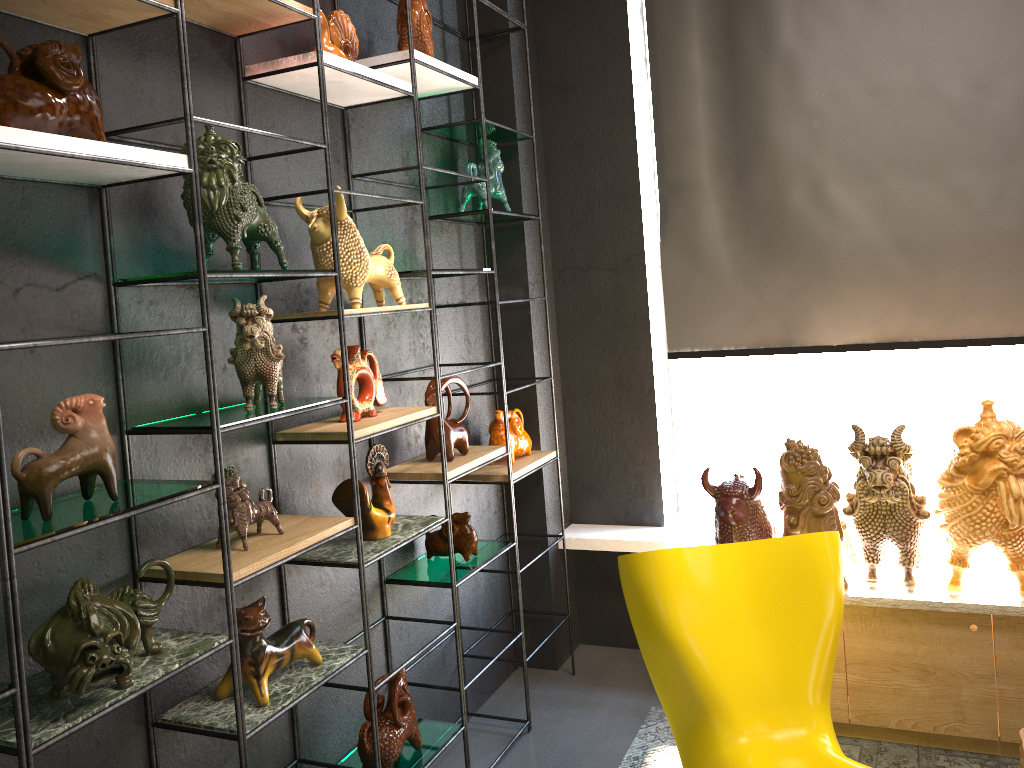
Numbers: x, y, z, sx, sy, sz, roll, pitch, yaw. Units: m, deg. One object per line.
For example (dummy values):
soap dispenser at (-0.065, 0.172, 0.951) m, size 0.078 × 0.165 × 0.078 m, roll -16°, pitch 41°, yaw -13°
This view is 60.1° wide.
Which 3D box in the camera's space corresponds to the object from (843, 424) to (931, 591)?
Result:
object at (1.293, 0.406, 3.088) m, size 0.271 × 0.578 × 0.432 m, roll -4°, pitch 3°, yaw 17°

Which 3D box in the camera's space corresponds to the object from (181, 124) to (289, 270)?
object at (-0.683, -0.444, 2.142) m, size 0.167 × 0.355 × 0.256 m, roll -3°, pitch 3°, yaw 29°

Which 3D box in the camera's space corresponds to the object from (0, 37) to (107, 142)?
object at (-0.907, -0.556, 1.676) m, size 0.138 × 0.221 × 0.279 m, roll -3°, pitch 4°, yaw 23°

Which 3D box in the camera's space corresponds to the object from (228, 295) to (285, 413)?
object at (-0.628, -0.074, 2.161) m, size 0.131 × 0.279 × 0.208 m, roll -5°, pitch 3°, yaw -18°

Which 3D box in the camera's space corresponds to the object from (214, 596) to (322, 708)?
object at (-0.581, 0.618, 2.194) m, size 0.155 × 0.235 × 0.311 m, roll -3°, pitch 4°, yaw 27°

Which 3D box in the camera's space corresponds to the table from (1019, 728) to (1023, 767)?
table at (1.573, 1.161, 1.989) m, size 0.693 × 0.308 × 0.833 m, roll -2°, pitch 6°, yaw 24°

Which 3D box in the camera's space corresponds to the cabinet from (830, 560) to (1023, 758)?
cabinet at (2.044, 0.929, 2.821) m, size 2.726 × 0.529 × 0.406 m, roll -2°, pitch 4°, yaw 24°

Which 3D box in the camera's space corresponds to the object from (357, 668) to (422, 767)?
object at (-0.374, 1.006, 2.613) m, size 0.126 × 0.249 × 0.254 m, roll -3°, pitch 4°, yaw 24°

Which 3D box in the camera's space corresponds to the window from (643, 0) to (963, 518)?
window at (1.718, -1.001, 3.676) m, size 2.305 × 3.159 × 0.051 m, roll -3°, pitch 2°, yaw 24°

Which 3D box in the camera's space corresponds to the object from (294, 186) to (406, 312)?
object at (-0.466, -0.391, 2.613) m, size 0.175 × 0.351 × 0.371 m, roll -3°, pitch 4°, yaw 29°

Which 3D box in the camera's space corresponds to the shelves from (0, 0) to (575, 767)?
shelves at (-0.600, -0.523, 2.392) m, size 0.274 × 3.897 × 3.007 m, roll -4°, pitch 3°, yaw 24°

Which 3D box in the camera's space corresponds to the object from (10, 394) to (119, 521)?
object at (-0.854, 0.137, 1.694) m, size 0.119 × 0.220 × 0.213 m, roll -4°, pitch 4°, yaw 8°

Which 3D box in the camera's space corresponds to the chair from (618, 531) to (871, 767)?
chair at (0.695, 0.896, 2.369) m, size 0.658 × 0.894 × 1.073 m, roll -5°, pitch 4°, yaw -6°

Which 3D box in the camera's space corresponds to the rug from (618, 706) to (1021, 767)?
rug at (1.750, 1.328, 1.690) m, size 3.591 × 0.010 × 2.202 m, roll -2°, pitch 6°, yaw 24°

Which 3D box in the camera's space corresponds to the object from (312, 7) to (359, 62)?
object at (-0.519, -1.017, 2.624) m, size 0.107 × 0.209 × 0.234 m, roll -2°, pitch 4°, yaw 41°

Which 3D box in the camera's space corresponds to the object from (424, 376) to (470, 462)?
object at (-0.236, 0.117, 3.092) m, size 0.114 × 0.289 × 0.250 m, roll -3°, pitch 3°, yaw 24°

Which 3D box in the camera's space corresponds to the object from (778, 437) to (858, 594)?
object at (1.106, 0.436, 3.205) m, size 0.249 × 0.544 × 0.477 m, roll -3°, pitch 4°, yaw 32°

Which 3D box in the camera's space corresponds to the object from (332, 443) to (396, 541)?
object at (-0.423, 0.321, 2.633) m, size 0.123 × 0.270 × 0.228 m, roll -3°, pitch 3°, yaw 24°

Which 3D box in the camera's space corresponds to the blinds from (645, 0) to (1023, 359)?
blinds at (-0.985, -0.925, 4.031) m, size 12.704 × 3.299 × 3.539 m, roll 1°, pitch 6°, yaw 44°

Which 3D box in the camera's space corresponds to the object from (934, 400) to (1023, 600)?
object at (1.577, 0.363, 2.947) m, size 0.307 × 0.653 × 0.471 m, roll -3°, pitch 3°, yaw 29°

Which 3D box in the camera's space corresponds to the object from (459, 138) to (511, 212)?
object at (-0.115, -0.836, 3.527) m, size 0.151 × 0.331 × 0.291 m, roll -4°, pitch 3°, yaw 16°

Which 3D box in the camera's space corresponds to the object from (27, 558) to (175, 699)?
object at (-0.806, 0.465, 1.727) m, size 0.192 × 0.220 × 0.404 m, roll -5°, pitch 5°, yaw -7°

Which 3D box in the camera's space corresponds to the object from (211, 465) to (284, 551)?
object at (-0.648, 0.290, 2.173) m, size 0.096 × 0.210 × 0.184 m, roll -3°, pitch 4°, yaw 27°

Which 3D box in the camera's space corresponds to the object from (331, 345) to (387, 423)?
object at (-0.454, -0.006, 2.650) m, size 0.060 × 0.222 × 0.269 m, roll -4°, pitch 4°, yaw 25°

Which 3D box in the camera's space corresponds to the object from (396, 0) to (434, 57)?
object at (-0.335, -1.208, 3.055) m, size 0.126 × 0.249 × 0.254 m, roll -5°, pitch 4°, yaw -6°

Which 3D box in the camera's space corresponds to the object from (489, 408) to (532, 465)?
object at (-0.009, 0.201, 3.589) m, size 0.138 × 0.221 × 0.279 m, roll -3°, pitch 4°, yaw 24°

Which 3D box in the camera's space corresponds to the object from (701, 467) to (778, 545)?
object at (0.865, 0.489, 3.261) m, size 0.219 × 0.439 × 0.465 m, roll -3°, pitch 4°, yaw 29°

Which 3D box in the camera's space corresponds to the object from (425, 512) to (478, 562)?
object at (-0.221, 0.532, 3.120) m, size 0.210 × 0.168 × 0.105 m, roll -3°, pitch 3°, yaw 23°
